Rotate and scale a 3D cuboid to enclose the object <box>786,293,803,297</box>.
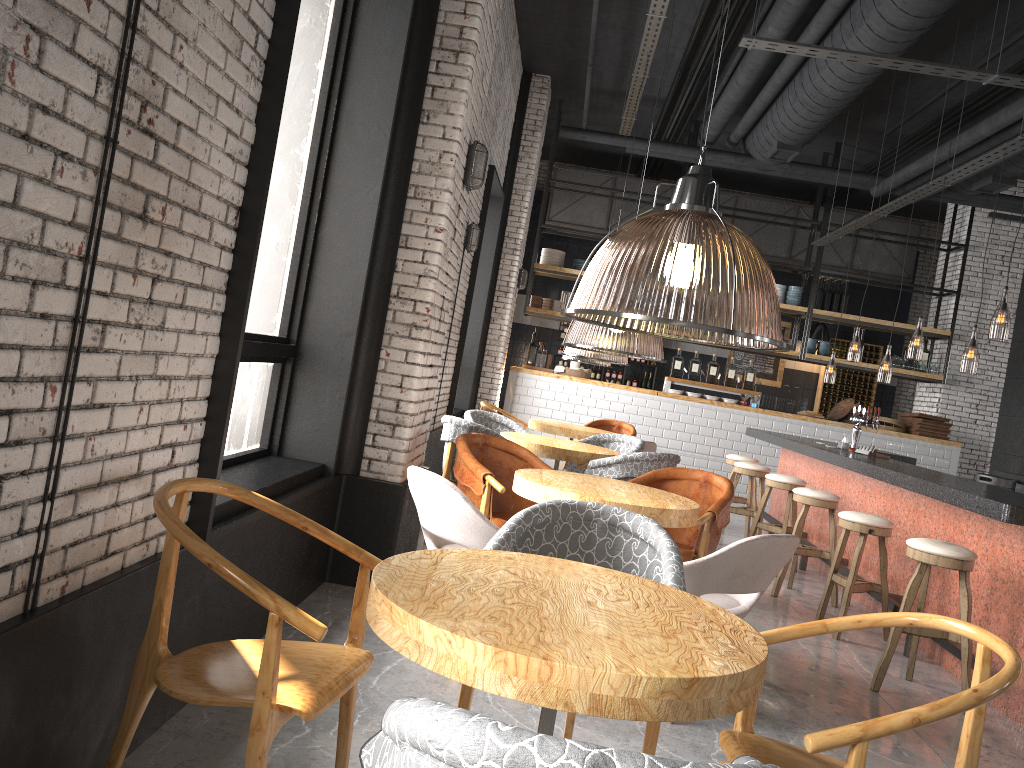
[{"bbox_3d":[3.858,-1.185,12.129,0.219,0.092,0.218,11,1,39],"label":"object"}]

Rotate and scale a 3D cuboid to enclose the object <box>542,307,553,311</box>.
[{"bbox_3d":[0.493,-1.038,12.362,0.157,0.053,0.168,10,1,8],"label":"object"}]

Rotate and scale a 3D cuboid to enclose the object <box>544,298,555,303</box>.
[{"bbox_3d":[0.514,-1.158,12.361,0.157,0.053,0.168,10,1,8],"label":"object"}]

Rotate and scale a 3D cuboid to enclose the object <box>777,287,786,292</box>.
[{"bbox_3d":[3.646,-1.285,12.161,0.209,0.076,0.210,9,1,-22],"label":"object"}]

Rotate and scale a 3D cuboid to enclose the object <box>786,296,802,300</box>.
[{"bbox_3d":[3.852,-1.153,12.126,0.218,0.092,0.219,10,1,-7],"label":"object"}]

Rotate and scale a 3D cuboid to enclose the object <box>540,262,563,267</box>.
[{"bbox_3d":[0.548,-1.650,12.339,0.335,0.042,0.334,11,2,42],"label":"object"}]

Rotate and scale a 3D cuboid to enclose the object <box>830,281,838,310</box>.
[{"bbox_3d":[4.401,-1.182,12.135,0.098,0.458,0.098,10,0,-19],"label":"object"}]

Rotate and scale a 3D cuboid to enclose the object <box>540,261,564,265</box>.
[{"bbox_3d":[0.551,-1.668,12.338,0.334,0.039,0.335,9,1,-10],"label":"object"}]

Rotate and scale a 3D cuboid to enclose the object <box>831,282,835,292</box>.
[{"bbox_3d":[4.408,-1.184,12.270,0.098,0.458,0.098,10,0,-19],"label":"object"}]

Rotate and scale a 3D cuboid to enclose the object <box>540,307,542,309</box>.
[{"bbox_3d":[0.350,-1.065,12.478,0.157,0.053,0.168,10,1,3],"label":"object"}]

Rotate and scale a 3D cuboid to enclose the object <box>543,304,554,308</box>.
[{"bbox_3d":[0.501,-1.082,12.362,0.157,0.053,0.168,10,1,8],"label":"object"}]

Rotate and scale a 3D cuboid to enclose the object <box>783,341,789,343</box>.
[{"bbox_3d":[3.659,-0.582,12.159,0.265,0.034,0.265,10,1,16],"label":"object"}]

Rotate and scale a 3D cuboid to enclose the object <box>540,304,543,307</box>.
[{"bbox_3d":[0.358,-1.109,12.478,0.157,0.053,0.168,10,1,3],"label":"object"}]

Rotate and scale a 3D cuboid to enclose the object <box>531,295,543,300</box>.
[{"bbox_3d":[0.342,-1.185,12.224,0.157,0.053,0.168,10,1,3],"label":"object"}]

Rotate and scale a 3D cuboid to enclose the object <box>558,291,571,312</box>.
[{"bbox_3d":[0.744,-1.132,12.384,0.126,0.313,0.179,10,0,36],"label":"object"}]

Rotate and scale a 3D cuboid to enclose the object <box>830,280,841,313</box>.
[{"bbox_3d":[4.393,-1.180,12.000,0.098,0.458,0.098,10,0,-19],"label":"object"}]

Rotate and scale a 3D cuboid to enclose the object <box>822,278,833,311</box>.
[{"bbox_3d":[4.283,-1.199,12.006,0.098,0.458,0.098,10,0,25],"label":"object"}]

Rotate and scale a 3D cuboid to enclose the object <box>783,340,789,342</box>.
[{"bbox_3d":[3.659,-0.593,12.159,0.265,0.037,0.265,10,1,-2],"label":"object"}]

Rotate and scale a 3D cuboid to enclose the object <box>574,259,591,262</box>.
[{"bbox_3d":[1.080,-1.679,12.308,0.454,0.050,0.453,10,1,16],"label":"object"}]

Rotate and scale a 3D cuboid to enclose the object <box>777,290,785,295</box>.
[{"bbox_3d":[3.635,-1.243,12.164,0.210,0.078,0.210,10,1,25],"label":"object"}]

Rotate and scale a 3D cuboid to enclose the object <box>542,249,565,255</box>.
[{"bbox_3d":[0.577,-1.818,12.339,0.335,0.042,0.334,10,1,-1],"label":"object"}]

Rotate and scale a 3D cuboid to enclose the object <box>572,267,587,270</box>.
[{"bbox_3d":[1.059,-1.563,12.309,0.454,0.043,0.454,10,1,6],"label":"object"}]

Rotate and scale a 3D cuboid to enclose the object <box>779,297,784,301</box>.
[{"bbox_3d":[3.624,-1.157,12.164,0.209,0.069,0.210,9,1,-31],"label":"object"}]

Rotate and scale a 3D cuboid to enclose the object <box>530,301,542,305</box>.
[{"bbox_3d":[0.329,-1.108,12.224,0.157,0.053,0.168,10,1,3],"label":"object"}]

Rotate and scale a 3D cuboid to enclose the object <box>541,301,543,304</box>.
[{"bbox_3d":[0.364,-1.145,12.477,0.157,0.053,0.168,10,1,3],"label":"object"}]

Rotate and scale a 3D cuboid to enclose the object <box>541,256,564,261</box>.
[{"bbox_3d":[0.561,-1.726,12.338,0.335,0.038,0.334,10,1,28],"label":"object"}]

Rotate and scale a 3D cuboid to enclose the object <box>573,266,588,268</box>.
[{"bbox_3d":[1.063,-1.586,12.309,0.454,0.044,0.454,10,1,-2],"label":"object"}]

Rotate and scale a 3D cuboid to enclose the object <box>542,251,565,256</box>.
[{"bbox_3d":[0.573,-1.799,12.338,0.334,0.040,0.335,10,1,-7],"label":"object"}]

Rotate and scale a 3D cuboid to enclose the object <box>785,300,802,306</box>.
[{"bbox_3d":[3.845,-1.089,12.126,0.218,0.085,0.219,9,1,-28],"label":"object"}]

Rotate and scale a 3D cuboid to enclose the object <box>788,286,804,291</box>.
[{"bbox_3d":[3.879,-1.279,12.130,0.219,0.091,0.218,10,1,20],"label":"object"}]

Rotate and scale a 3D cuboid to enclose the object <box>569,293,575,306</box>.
[{"bbox_3d":[0.824,-1.100,12.234,0.118,0.293,0.169,10,0,8],"label":"object"}]

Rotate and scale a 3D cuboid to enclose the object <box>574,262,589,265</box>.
[{"bbox_3d":[1.072,-1.632,12.308,0.454,0.043,0.454,10,1,8],"label":"object"}]

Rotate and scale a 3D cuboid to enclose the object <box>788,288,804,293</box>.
[{"bbox_3d":[3.879,-1.247,12.128,0.218,0.096,0.219,9,1,-13],"label":"object"}]

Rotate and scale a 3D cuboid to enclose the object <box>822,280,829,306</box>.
[{"bbox_3d":[4.291,-1.201,12.141,0.098,0.458,0.098,10,0,25],"label":"object"}]

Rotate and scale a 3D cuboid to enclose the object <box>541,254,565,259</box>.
[{"bbox_3d":[0.568,-1.760,12.338,0.335,0.038,0.334,10,1,24],"label":"object"}]

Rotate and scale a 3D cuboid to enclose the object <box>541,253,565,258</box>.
[{"bbox_3d":[0.571,-1.779,12.338,0.334,0.035,0.335,9,1,-21],"label":"object"}]

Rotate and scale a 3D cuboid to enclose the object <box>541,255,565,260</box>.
[{"bbox_3d":[0.563,-1.742,12.339,0.335,0.043,0.334,11,2,42],"label":"object"}]

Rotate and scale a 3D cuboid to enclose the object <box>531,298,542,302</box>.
[{"bbox_3d":[0.335,-1.144,12.224,0.157,0.053,0.168,10,1,3],"label":"object"}]

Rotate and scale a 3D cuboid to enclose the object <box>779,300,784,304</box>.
[{"bbox_3d":[3.618,-1.113,12.165,0.210,0.065,0.210,10,1,21],"label":"object"}]

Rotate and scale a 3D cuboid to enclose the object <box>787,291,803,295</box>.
[{"bbox_3d":[3.864,-1.217,12.130,0.219,0.092,0.218,11,2,44],"label":"object"}]

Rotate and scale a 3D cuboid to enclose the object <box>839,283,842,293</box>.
[{"bbox_3d":[4.514,-1.165,12.264,0.098,0.458,0.098,10,0,-19],"label":"object"}]

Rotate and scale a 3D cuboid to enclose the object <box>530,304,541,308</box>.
[{"bbox_3d":[0.321,-1.064,12.224,0.157,0.053,0.168,10,1,3],"label":"object"}]

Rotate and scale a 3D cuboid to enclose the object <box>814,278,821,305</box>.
[{"bbox_3d":[4.185,-1.219,12.147,0.098,0.458,0.098,10,0,25],"label":"object"}]

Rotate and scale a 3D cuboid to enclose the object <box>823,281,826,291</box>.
[{"bbox_3d":[4.298,-1.203,12.276,0.098,0.458,0.098,10,0,25],"label":"object"}]

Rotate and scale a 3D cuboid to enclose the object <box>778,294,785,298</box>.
[{"bbox_3d":[3.633,-1.199,12.168,0.209,0.074,0.210,9,1,-22],"label":"object"}]

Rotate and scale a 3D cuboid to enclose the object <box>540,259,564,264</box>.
[{"bbox_3d":[0.555,-1.688,12.339,0.334,0.044,0.335,9,1,-30],"label":"object"}]

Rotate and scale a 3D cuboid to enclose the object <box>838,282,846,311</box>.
[{"bbox_3d":[4.507,-1.164,12.129,0.098,0.458,0.098,10,0,-19],"label":"object"}]

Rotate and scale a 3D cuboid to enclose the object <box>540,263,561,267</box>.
[{"bbox_3d":[0.545,-1.629,12.338,0.335,0.033,0.334,11,2,41],"label":"object"}]

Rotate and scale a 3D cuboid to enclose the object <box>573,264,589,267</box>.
[{"bbox_3d":[1.068,-1.609,12.310,0.453,0.038,0.454,9,1,-20],"label":"object"}]

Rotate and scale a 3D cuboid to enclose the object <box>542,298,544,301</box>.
[{"bbox_3d":[0.371,-1.185,12.477,0.157,0.053,0.168,10,1,3],"label":"object"}]

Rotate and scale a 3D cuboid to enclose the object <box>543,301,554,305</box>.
[{"bbox_3d":[0.507,-1.118,12.362,0.157,0.053,0.168,10,1,8],"label":"object"}]

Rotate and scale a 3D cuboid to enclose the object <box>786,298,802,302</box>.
[{"bbox_3d":[3.855,-1.120,12.127,0.218,0.093,0.219,9,1,-13],"label":"object"}]

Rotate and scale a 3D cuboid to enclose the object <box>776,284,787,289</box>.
[{"bbox_3d":[3.656,-1.327,12.162,0.210,0.074,0.210,10,1,8],"label":"object"}]

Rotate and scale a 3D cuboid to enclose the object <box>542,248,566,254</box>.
[{"bbox_3d":[0.581,-1.837,12.338,0.334,0.039,0.335,10,1,-6],"label":"object"}]

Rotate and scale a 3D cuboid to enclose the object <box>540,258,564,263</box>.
[{"bbox_3d":[0.557,-1.707,12.338,0.334,0.042,0.335,9,2,-37],"label":"object"}]

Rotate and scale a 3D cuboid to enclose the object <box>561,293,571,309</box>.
[{"bbox_3d":[0.750,-1.099,12.131,0.107,0.264,0.152,10,0,31],"label":"object"}]
